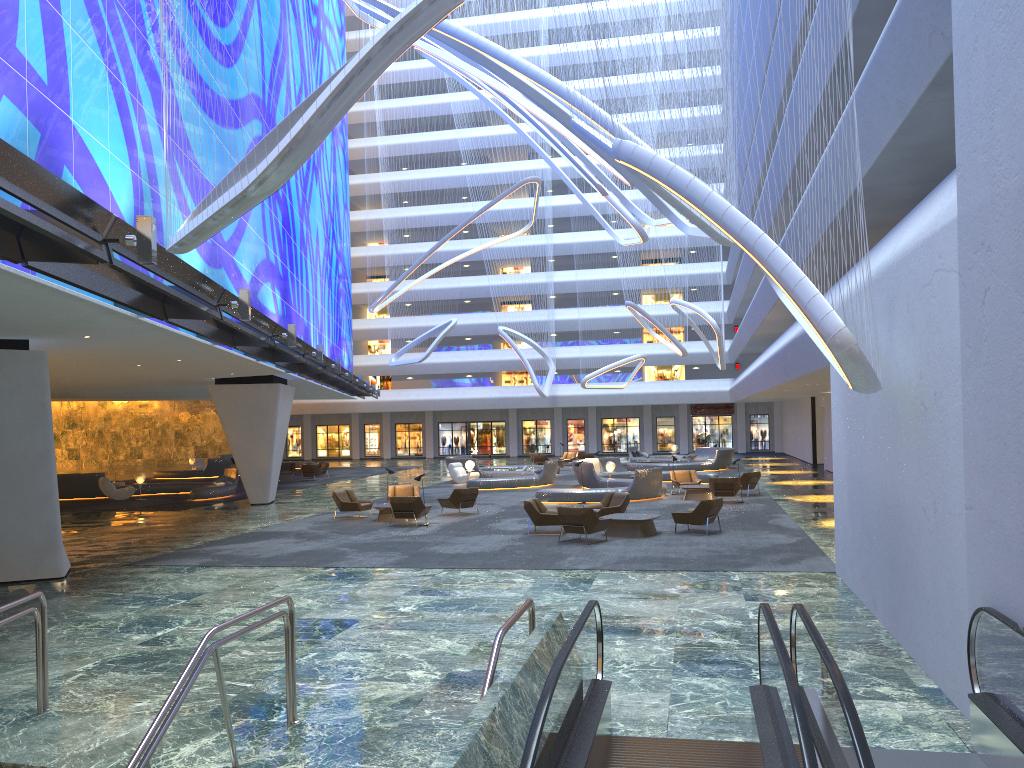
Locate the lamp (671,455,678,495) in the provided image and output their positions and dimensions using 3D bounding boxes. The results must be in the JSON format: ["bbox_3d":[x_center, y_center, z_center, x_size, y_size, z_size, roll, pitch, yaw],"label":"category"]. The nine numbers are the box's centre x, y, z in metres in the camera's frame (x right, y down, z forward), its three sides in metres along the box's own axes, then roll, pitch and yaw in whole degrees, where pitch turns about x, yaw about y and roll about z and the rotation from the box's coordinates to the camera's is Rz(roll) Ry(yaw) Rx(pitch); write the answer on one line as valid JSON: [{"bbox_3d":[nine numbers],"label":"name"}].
[{"bbox_3d":[5.352,3.000,29.232,0.202,1.300,0.384,-2,-1,28],"label":"lamp"}]

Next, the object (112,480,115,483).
[{"bbox_3d":[-16.452,4.031,36.590,0.071,0.118,0.151,0,-2,-43],"label":"object"}]

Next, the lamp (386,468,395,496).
[{"bbox_3d":[-3.490,3.049,25.325,0.202,1.300,0.384,-2,-1,28],"label":"lamp"}]

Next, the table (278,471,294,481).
[{"bbox_3d":[-11.015,4.405,42.325,1.203,0.392,1.204,0,-2,-24],"label":"table"}]

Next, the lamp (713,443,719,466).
[{"bbox_3d":[9.521,3.409,41.220,0.202,1.300,0.384,-1,-1,-29],"label":"lamp"}]

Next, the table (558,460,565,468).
[{"bbox_3d":[2.164,4.314,47.722,1.203,0.392,1.204,1,-3,-43],"label":"table"}]

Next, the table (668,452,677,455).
[{"bbox_3d":[9.011,4.114,49.592,0.418,0.595,0.428,-1,-1,-34],"label":"table"}]

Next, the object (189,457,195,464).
[{"bbox_3d":[-17.631,4.239,48.854,0.367,0.387,0.318,-2,-1,19],"label":"object"}]

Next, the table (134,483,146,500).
[{"bbox_3d":[-13.592,3.933,32.439,0.428,0.595,0.418,-2,-1,11],"label":"table"}]

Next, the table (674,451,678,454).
[{"bbox_3d":[9.299,4.168,50.827,0.418,0.595,0.428,-1,-1,-14],"label":"table"}]

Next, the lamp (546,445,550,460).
[{"bbox_3d":[1.910,3.799,46.019,0.202,1.300,0.384,-1,-1,-26],"label":"lamp"}]

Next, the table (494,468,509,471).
[{"bbox_3d":[-0.482,4.059,40.243,0.674,0.406,0.671,-3,-2,31],"label":"table"}]

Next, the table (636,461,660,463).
[{"bbox_3d":[6.800,4.051,44.175,1.203,0.392,1.204,-2,-2,12],"label":"table"}]

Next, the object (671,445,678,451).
[{"bbox_3d":[9.320,3.678,50.870,0.367,0.387,0.318,-1,-1,-6],"label":"object"}]

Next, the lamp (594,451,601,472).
[{"bbox_3d":[3.408,3.298,35.106,0.384,1.300,0.202,-2,-1,29],"label":"lamp"}]

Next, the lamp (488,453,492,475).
[{"bbox_3d":[-0.863,3.412,35.353,0.202,1.300,0.384,-1,-1,-13],"label":"lamp"}]

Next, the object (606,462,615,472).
[{"bbox_3d":[3.597,3.020,32.350,0.367,0.387,0.318,-2,-1,19],"label":"object"}]

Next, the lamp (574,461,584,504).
[{"bbox_3d":[2.065,2.984,26.966,0.384,1.300,0.202,-2,-1,29],"label":"lamp"}]

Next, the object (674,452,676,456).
[{"bbox_3d":[8.905,3.841,48.278,0.131,0.252,0.103,-1,-1,-5],"label":"object"}]

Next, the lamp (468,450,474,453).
[{"bbox_3d":[-1.864,3.665,40.717,0.384,1.300,0.202,-1,-1,5],"label":"lamp"}]

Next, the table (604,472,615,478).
[{"bbox_3d":[3.562,3.511,32.325,0.418,0.595,0.428,-2,-1,11],"label":"table"}]

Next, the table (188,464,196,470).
[{"bbox_3d":[-17.666,4.730,48.829,0.418,0.595,0.428,-2,-1,11],"label":"table"}]

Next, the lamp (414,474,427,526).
[{"bbox_3d":[-2.260,2.879,22.044,0.384,1.300,0.202,-2,-1,29],"label":"lamp"}]

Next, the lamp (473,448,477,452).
[{"bbox_3d":[-1.813,3.766,43.130,0.202,1.300,0.384,-1,-1,-34],"label":"lamp"}]

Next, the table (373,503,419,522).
[{"bbox_3d":[-3.033,3.413,23.575,1.203,0.392,1.204,-2,-2,12],"label":"table"}]

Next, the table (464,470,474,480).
[{"bbox_3d":[-1.725,3.793,35.930,0.418,0.595,0.428,-1,-1,-14],"label":"table"}]

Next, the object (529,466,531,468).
[{"bbox_3d":[0.825,3.767,40.275,0.071,0.118,0.151,-2,-2,22],"label":"object"}]

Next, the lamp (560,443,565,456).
[{"bbox_3d":[2.794,3.921,49.409,0.384,1.300,0.202,-1,-1,-27],"label":"lamp"}]

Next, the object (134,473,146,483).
[{"bbox_3d":[-13.624,3.445,32.490,0.318,0.387,0.367,-2,-1,19],"label":"object"}]

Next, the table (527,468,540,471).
[{"bbox_3d":[1.034,4.021,40.212,0.673,0.406,0.671,0,-2,-26],"label":"table"}]

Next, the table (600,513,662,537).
[{"bbox_3d":[2.610,3.100,19.458,1.204,0.392,1.203,-3,-3,30],"label":"table"}]

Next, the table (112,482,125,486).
[{"bbox_3d":[-16.305,4.295,36.745,0.671,0.406,0.674,-1,-2,-1],"label":"table"}]

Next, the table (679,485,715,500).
[{"bbox_3d":[5.809,3.364,27.483,1.203,0.392,1.204,-2,-2,11],"label":"table"}]

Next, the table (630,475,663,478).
[{"bbox_3d":[5.027,3.622,33.085,1.203,0.392,1.204,-2,-2,12],"label":"table"}]

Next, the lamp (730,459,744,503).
[{"bbox_3d":[6.582,2.831,25.951,0.384,1.300,0.202,-2,-1,29],"label":"lamp"}]

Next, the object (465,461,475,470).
[{"bbox_3d":[-1.703,3.304,35.972,0.367,0.387,0.318,-1,-1,-6],"label":"object"}]

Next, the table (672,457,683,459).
[{"bbox_3d":[8.990,4.167,48.192,0.671,0.406,0.674,-2,-2,8],"label":"table"}]

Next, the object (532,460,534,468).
[{"bbox_3d":[0.962,3.648,40.340,0.066,0.355,0.076,-1,-1,-21],"label":"object"}]
